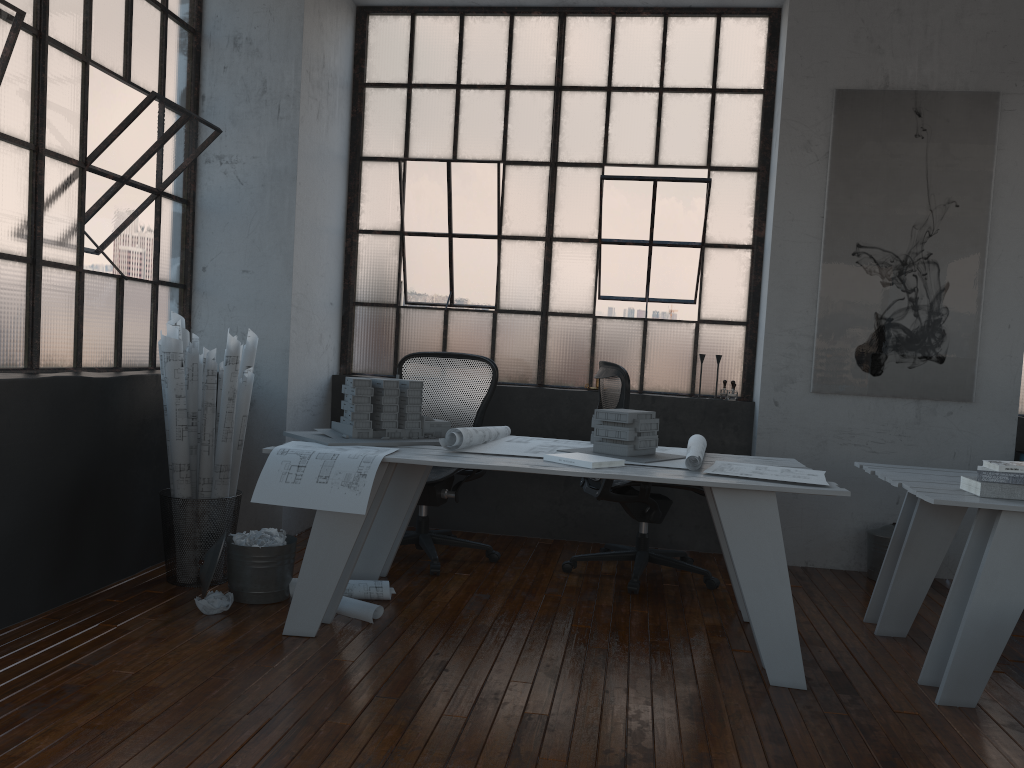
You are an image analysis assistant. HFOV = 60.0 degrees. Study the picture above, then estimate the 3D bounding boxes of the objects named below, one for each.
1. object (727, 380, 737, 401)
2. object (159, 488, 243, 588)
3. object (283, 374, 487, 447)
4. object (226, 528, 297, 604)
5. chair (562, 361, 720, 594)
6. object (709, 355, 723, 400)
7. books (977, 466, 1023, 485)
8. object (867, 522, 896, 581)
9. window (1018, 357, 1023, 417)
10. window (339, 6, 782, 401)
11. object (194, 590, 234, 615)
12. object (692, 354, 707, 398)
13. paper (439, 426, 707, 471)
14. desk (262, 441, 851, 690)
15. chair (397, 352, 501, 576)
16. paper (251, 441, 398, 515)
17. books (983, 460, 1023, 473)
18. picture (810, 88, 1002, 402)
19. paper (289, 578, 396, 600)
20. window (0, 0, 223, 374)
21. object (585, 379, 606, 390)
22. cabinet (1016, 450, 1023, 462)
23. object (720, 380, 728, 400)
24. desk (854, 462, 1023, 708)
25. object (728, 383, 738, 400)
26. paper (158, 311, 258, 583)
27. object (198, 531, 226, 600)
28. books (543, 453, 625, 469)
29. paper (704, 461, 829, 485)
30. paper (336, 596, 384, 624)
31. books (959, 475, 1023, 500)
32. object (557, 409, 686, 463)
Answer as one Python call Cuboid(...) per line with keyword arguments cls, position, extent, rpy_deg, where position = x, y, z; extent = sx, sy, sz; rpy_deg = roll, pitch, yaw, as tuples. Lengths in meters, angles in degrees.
Cuboid(cls="object", position=(1.282, 0.037, 5.154), extent=(0.058, 0.117, 0.032), rpy_deg=(5, 3, 22))
Cuboid(cls="object", position=(-1.394, 0.679, 3.957), extent=(0.354, 0.398, 0.354), rpy_deg=(4, 3, 14))
Cuboid(cls="object", position=(-0.524, 0.086, 3.746), extent=(0.736, 0.306, 0.433), rpy_deg=(2, 3, -37))
Cuboid(cls="object", position=(-1.062, 0.753, 3.754), extent=(0.290, 0.294, 0.290), rpy_deg=(1, 3, -41))
Cuboid(cls="chair", position=(0.676, 0.438, 4.551), extent=(0.792, 1.087, 0.769), rpy_deg=(2, 3, -23))
Cuboid(cls="object", position=(1.203, -0.040, 5.193), extent=(0.085, 0.260, 0.085), rpy_deg=(2, 4, -28))
Cuboid(cls="books", position=(1.758, 0.320, 3.074), extent=(0.257, 0.044, 0.193), rpy_deg=(4, 2, 28))
Cuboid(cls="object", position=(2.050, 0.896, 4.752), extent=(0.292, 0.308, 0.292), rpy_deg=(5, 3, 36))
Cuboid(cls="window", position=(4.101, -0.864, 4.841), extent=(2.590, 2.395, 0.669), rpy_deg=(4, 3, 8))
Cuboid(cls="window", position=(0.239, -1.106, 5.376), extent=(2.590, 2.395, 0.669), rpy_deg=(4, 3, 8))
Cuboid(cls="object", position=(-1.174, 0.865, 3.500), extent=(0.135, 0.084, 0.107), rpy_deg=(3, 2, -2))
Cuboid(cls="object", position=(1.112, -0.046, 5.222), extent=(0.085, 0.260, 0.085), rpy_deg=(2, 4, -28))
Cuboid(cls="paper", position=(0.316, 0.245, 3.766), extent=(1.074, 0.106, 0.974), rpy_deg=(4, 2, 8))
Cuboid(cls="desk", position=(0.162, 0.628, 3.618), extent=(2.056, 0.698, 1.063), rpy_deg=(4, 2, 8))
Cuboid(cls="chair", position=(-0.413, 0.372, 4.635), extent=(0.770, 1.087, 0.791), rpy_deg=(3, 3, 2))
Cuboid(cls="paper", position=(-0.672, 0.332, 3.228), extent=(0.439, 0.183, 0.434), rpy_deg=(4, 2, 7))
Cuboid(cls="books", position=(1.764, 0.289, 3.087), extent=(0.185, 0.030, 0.152), rpy_deg=(4, 2, 9))
Cuboid(cls="picture", position=(2.121, -0.751, 4.798), extent=(0.853, 1.653, 0.025), rpy_deg=(4, 3, 8))
Cuboid(cls="paper", position=(-0.731, 0.887, 3.805), extent=(0.466, 0.094, 0.113), rpy_deg=(3, 2, -7))
Cuboid(cls="window", position=(-1.907, -1.174, 3.566), extent=(0.669, 2.394, 2.588), rpy_deg=(4, 3, 8))
Cuboid(cls="object", position=(0.514, -0.014, 5.296), extent=(0.124, 0.100, 0.124), rpy_deg=(5, 3, 30))
Cuboid(cls="cabinet", position=(3.857, 0.811, 4.499), extent=(2.262, 0.734, 0.626), rpy_deg=(4, 3, 8))
Cuboid(cls="object", position=(1.250, 0.033, 5.216), extent=(0.032, 0.117, 0.058), rpy_deg=(1, 4, -31))
Cuboid(cls="desk", position=(2.455, 0.774, 3.301), extent=(2.076, 0.705, 1.074), rpy_deg=(4, 2, 8))
Cuboid(cls="object", position=(1.306, 0.044, 5.225), extent=(0.058, 0.102, 0.032), rpy_deg=(6, 4, 43))
Cuboid(cls="paper", position=(-1.377, 0.269, 3.983), extent=(0.412, 1.200, 0.440), rpy_deg=(3, 3, -14))
Cuboid(cls="object", position=(-1.250, 0.755, 3.691), extent=(0.107, 0.281, 0.292), rpy_deg=(2, 3, -19))
Cuboid(cls="books", position=(0.272, 0.286, 3.330), extent=(0.235, 0.024, 0.200), rpy_deg=(5, 3, 44))
Cuboid(cls="paper", position=(0.954, 0.328, 3.308), extent=(0.428, 0.001, 0.484), rpy_deg=(4, 2, 19))
Cuboid(cls="paper", position=(-0.666, 0.905, 3.605), extent=(0.341, 0.069, 0.083), rpy_deg=(5, 3, 33))
Cuboid(cls="books", position=(1.745, 0.366, 3.102), extent=(0.271, 0.050, 0.200), rpy_deg=(4, 2, 8))
Cuboid(cls="object", position=(0.472, 0.203, 3.674), extent=(0.415, 0.183, 0.389), rpy_deg=(5, 3, 38))
